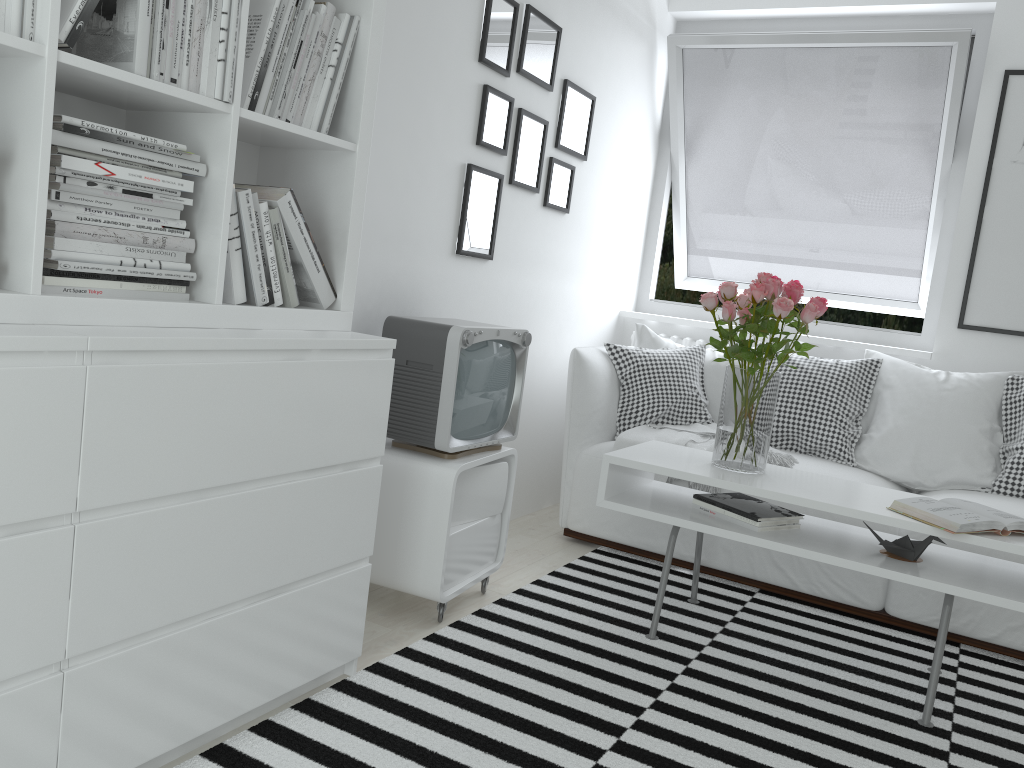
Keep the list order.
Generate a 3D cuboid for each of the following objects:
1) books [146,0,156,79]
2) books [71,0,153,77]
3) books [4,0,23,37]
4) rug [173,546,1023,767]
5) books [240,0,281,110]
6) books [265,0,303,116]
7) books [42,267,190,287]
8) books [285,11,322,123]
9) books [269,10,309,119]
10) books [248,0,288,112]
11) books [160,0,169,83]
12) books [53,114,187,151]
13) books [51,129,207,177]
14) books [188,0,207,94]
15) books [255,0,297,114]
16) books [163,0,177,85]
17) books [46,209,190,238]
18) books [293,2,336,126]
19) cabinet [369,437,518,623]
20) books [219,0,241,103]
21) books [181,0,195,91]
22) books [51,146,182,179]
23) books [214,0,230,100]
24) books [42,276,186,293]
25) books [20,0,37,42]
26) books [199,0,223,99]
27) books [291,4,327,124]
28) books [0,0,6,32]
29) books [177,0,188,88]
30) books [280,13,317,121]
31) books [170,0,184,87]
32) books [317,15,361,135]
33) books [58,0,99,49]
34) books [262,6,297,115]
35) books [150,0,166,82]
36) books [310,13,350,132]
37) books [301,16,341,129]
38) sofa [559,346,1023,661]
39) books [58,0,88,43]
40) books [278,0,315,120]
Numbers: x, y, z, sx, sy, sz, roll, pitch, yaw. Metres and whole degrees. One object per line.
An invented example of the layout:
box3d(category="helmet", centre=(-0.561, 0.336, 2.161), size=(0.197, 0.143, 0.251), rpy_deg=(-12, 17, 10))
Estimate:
box3d(category="books", centre=(-0.686, -0.668, 1.562), size=(0.161, 0.254, 0.013), rpy_deg=(11, 7, 28))
box3d(category="books", centre=(-0.689, -0.705, 1.541), size=(0.176, 0.331, 0.025), rpy_deg=(11, 7, 28))
box3d(category="books", centre=(-0.818, -0.679, 1.381), size=(0.182, 0.288, 0.016), rpy_deg=(11, 7, 28))
box3d(category="rug", centre=(0.509, 0.851, 1.885), size=(1.846, 0.004, 4.362), rpy_deg=(11, 7, 28))
box3d(category="books", centre=(-0.574, -0.678, 1.832), size=(0.161, 0.248, 0.077), rpy_deg=(11, 7, 28))
box3d(category="books", centre=(-0.557, -0.702, 1.902), size=(0.182, 0.282, 0.090), rpy_deg=(11, 7, 28))
box3d(category="books", centre=(-0.811, -0.210, 1.648), size=(0.251, 0.012, 0.312), rpy_deg=(11, 7, 28))
box3d(category="books", centre=(-0.521, -0.690, 1.944), size=(0.167, 0.258, 0.085), rpy_deg=(11, 7, 28))
box3d(category="books", centre=(-0.532, -0.682, 1.902), size=(0.161, 0.249, 0.078), rpy_deg=(11, 7, 28))
box3d(category="books", centre=(-0.560, -0.695, 1.844), size=(0.159, 0.278, 0.085), rpy_deg=(11, 7, 28))
box3d(category="books", centre=(-0.671, -0.684, 1.582), size=(0.159, 0.285, 0.012), rpy_deg=(11, 7, 28))
box3d(category="books", centre=(-0.743, -0.451, 1.596), size=(0.161, 0.012, 0.254), rpy_deg=(11, 7, 28))
box3d(category="books", centre=(-0.746, -0.421, 1.613), size=(0.176, 0.025, 0.331), rpy_deg=(11, 7, 28))
box3d(category="books", centre=(-0.645, -0.694, 1.661), size=(0.180, 0.296, 0.028), rpy_deg=(11, 7, 28))
box3d(category="books", centre=(-0.554, -0.719, 1.869), size=(0.176, 0.325, 0.109), rpy_deg=(11, 7, 28))
box3d(category="books", centre=(-0.662, -0.668, 1.591), size=(0.161, 0.254, 0.012), rpy_deg=(11, 7, 28))
box3d(category="books", centre=(-0.773, -0.301, 1.638), size=(0.182, 0.016, 0.288), rpy_deg=(11, 7, 28))
box3d(category="books", centre=(-0.509, -0.711, 1.987), size=(0.180, 0.293, 0.103), rpy_deg=(11, 7, 28))
box3d(category="cabinet", centre=(-0.255, 0.417, 2.695), size=(0.350, 0.477, 0.467), rpy_deg=(10, 7, 22))
box3d(category="books", centre=(-0.594, -0.689, 1.700), size=(0.182, 0.288, 0.016), rpy_deg=(11, 7, 28))
box3d(category="books", centre=(-0.656, -0.690, 1.641), size=(0.182, 0.288, 0.016), rpy_deg=(11, 7, 28))
box3d(category="books", centre=(-0.754, -0.402, 1.604), size=(0.161, 0.013, 0.254), rpy_deg=(11, 7, 28))
box3d(category="books", centre=(-0.610, -0.692, 1.691), size=(0.182, 0.288, 0.016), rpy_deg=(11, 7, 28))
box3d(category="books", centre=(-0.806, -0.196, 1.644), size=(0.232, 0.014, 0.308), rpy_deg=(10, 7, 25))
box3d(category="books", centre=(-0.802, -0.677, 1.390), size=(0.182, 0.288, 0.016), rpy_deg=(11, 7, 28))
box3d(category="books", centre=(-0.621, -0.682, 1.675), size=(0.174, 0.273, 0.021), rpy_deg=(11, 7, 28))
box3d(category="books", centre=(-0.522, -0.704, 1.967), size=(0.182, 0.282, 0.090), rpy_deg=(11, 7, 28))
box3d(category="books", centre=(-0.841, -0.673, 1.372), size=(0.174, 0.273, 0.021), rpy_deg=(11, 7, 28))
box3d(category="books", centre=(-0.664, -0.690, 1.628), size=(0.182, 0.288, 0.016), rpy_deg=(11, 7, 28))
box3d(category="books", centre=(-0.522, -0.683, 1.926), size=(0.161, 0.248, 0.077), rpy_deg=(11, 7, 28))
box3d(category="books", centre=(-0.662, -0.674, 1.608), size=(0.167, 0.263, 0.017), rpy_deg=(11, 7, 28))
box3d(category="books", centre=(-0.458, -0.704, 2.027), size=(0.182, 0.282, 0.090), rpy_deg=(11, 7, 28))
box3d(category="books", centre=(-0.721, -0.674, 1.471), size=(0.159, 0.263, 0.131), rpy_deg=(11, 7, 28))
box3d(category="books", centre=(-0.554, -0.683, 1.881), size=(0.161, 0.248, 0.078), rpy_deg=(11, 7, 28))
box3d(category="books", centre=(-0.671, -0.668, 1.569), size=(0.161, 0.256, 0.013), rpy_deg=(11, 7, 28))
box3d(category="books", centre=(-0.480, -0.707, 2.020), size=(0.182, 0.282, 0.090), rpy_deg=(11, 7, 28))
box3d(category="books", centre=(-0.497, -0.699, 2.005), size=(0.174, 0.269, 0.091), rpy_deg=(11, 7, 28))
box3d(category="sofa", centre=(1.493, 0.425, 3.322), size=(2.647, 0.768, 0.917), rpy_deg=(11, 7, 28))
box3d(category="books", centre=(-0.734, -0.666, 1.458), size=(0.161, 0.235, 0.118), rpy_deg=(11, 7, 28))
box3d(category="books", centre=(-0.530, -0.699, 1.919), size=(0.159, 0.278, 0.085), rpy_deg=(11, 7, 28))
